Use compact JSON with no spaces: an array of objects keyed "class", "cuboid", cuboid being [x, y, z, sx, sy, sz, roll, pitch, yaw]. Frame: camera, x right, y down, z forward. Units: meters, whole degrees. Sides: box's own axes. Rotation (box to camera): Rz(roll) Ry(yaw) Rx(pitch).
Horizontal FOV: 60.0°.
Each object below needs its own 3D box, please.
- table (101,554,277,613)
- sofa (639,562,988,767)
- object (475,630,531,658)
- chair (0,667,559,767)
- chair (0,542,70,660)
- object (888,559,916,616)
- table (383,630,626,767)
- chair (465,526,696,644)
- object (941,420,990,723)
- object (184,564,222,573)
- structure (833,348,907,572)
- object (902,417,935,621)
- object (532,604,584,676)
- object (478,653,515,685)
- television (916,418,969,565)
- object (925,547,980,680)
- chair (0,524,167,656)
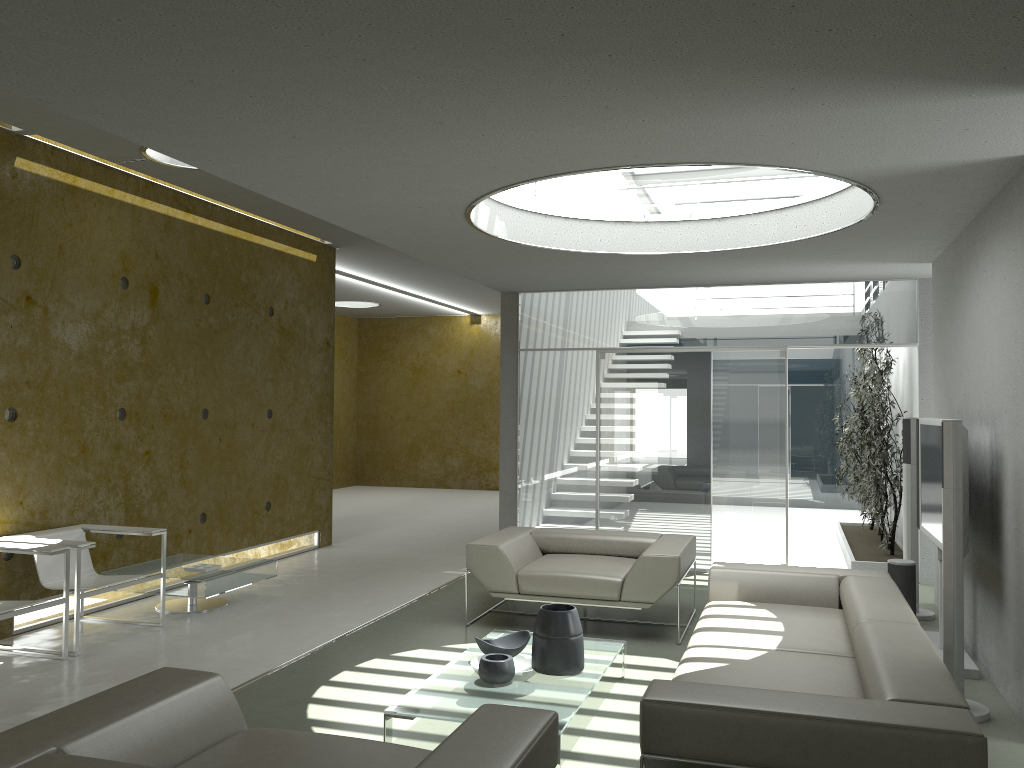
[{"class":"table","cuboid":[-2.429,1.535,6.750,0.900,0.300,0.900,0,-2,18]},{"class":"sofa","cuboid":[1.303,1.338,4.037,1.037,0.585,2.791,0,-2,18]},{"class":"object","cuboid":[-0.047,1.378,4.662,0.317,0.125,0.223,2,-2,-36]},{"class":"chair","cuboid":[-0.707,1.280,2.498,1.481,0.583,1.039,0,-2,18]},{"class":"chair","cuboid":[-3.103,1.295,5.023,0.710,0.667,0.800,0,-2,18]},{"class":"object","cuboid":[2.740,1.477,6.240,0.175,0.461,0.185,0,-2,12]},{"class":"table","cuboid":[0.046,1.534,4.432,0.790,0.200,1.500,0,-2,18]},{"class":"chair","cuboid":[0.528,1.404,6.404,1.481,0.583,1.039,0,-2,18]},{"class":"object","cuboid":[2.230,0.916,4.478,0.310,1.469,0.310,1,-2,-5]},{"class":"object","cuboid":[-2.292,1.366,6.575,0.197,0.029,0.189,0,-2,18]},{"class":"structure","cuboid":[3.821,0.519,9.579,0.646,2.589,3.371,0,-2,17]},{"class":"object","cuboid":[2.968,0.984,6.592,0.310,1.469,0.310,-1,-2,45]},{"class":"object","cuboid":[0.232,1.282,4.471,0.265,0.309,0.265,0,-2,0]},{"class":"object","cuboid":[-0.074,1.372,4.267,0.177,0.113,0.177,0,-2,-2]},{"class":"television","cuboid":[2.680,0.605,5.491,0.127,0.781,1.603,0,-2,18]},{"class":"object","cuboid":[2.623,1.340,5.486,0.323,0.689,0.882,0,-2,18]},{"class":"chair","cuboid":[-2.845,1.321,5.839,0.710,0.667,0.800,0,-2,18]}]
